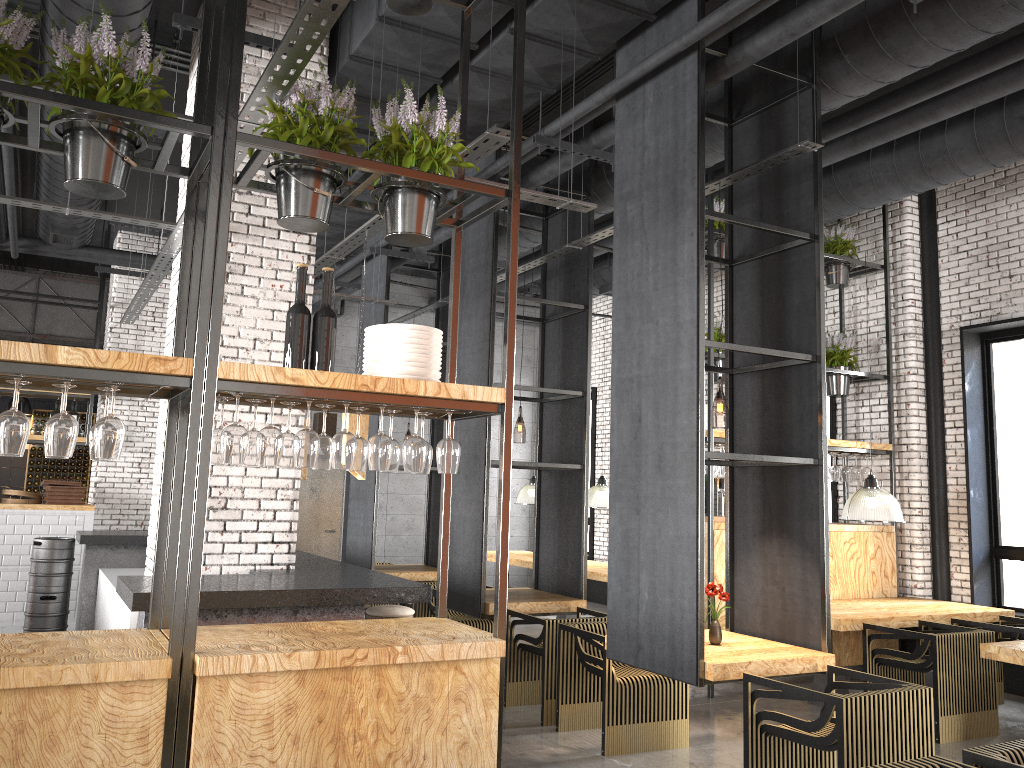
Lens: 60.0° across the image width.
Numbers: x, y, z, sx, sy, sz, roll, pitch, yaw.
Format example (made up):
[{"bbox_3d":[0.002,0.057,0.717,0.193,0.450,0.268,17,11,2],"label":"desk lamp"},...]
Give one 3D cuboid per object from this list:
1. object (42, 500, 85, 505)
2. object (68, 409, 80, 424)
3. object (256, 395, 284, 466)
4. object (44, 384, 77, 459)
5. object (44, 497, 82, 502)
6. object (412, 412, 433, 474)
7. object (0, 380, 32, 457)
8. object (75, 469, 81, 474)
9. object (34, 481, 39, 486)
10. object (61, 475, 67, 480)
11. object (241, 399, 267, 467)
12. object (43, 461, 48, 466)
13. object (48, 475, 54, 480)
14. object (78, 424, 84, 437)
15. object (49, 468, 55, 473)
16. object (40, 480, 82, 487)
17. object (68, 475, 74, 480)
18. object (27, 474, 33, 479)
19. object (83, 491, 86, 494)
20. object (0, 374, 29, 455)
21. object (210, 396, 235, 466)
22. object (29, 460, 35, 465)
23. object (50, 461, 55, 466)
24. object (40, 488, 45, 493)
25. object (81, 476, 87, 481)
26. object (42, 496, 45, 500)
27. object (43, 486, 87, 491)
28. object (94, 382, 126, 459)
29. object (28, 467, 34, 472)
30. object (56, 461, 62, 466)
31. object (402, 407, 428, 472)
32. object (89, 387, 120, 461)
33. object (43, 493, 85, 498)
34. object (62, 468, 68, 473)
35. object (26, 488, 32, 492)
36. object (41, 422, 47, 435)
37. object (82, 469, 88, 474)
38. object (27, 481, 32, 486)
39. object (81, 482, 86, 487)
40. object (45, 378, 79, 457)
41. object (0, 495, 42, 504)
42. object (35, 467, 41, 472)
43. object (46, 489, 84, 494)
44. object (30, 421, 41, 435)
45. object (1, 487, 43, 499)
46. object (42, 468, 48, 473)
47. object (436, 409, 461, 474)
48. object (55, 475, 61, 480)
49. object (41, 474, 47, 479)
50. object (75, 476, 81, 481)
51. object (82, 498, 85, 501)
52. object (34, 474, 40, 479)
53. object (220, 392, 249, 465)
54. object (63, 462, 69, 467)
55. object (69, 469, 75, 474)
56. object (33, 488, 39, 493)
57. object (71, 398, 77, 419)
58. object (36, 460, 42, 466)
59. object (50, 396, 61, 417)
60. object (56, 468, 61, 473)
[{"bbox_3d":[-5.514,1.456,10.895,0.404,0.044,0.635,6,-8,-32],"label":"object"},{"bbox_3d":[-5.685,0.499,11.466,0.156,0.407,0.105,5,-9,-24],"label":"object"},{"bbox_3d":[-0.900,0.171,3.308,0.101,0.268,0.100,1,-8,8],"label":"object"},{"bbox_3d":[-1.646,0.137,3.235,0.101,0.268,0.100,4,-8,-14],"label":"object"},{"bbox_3d":[-5.513,1.412,10.901,0.405,0.044,0.634,5,-8,-25],"label":"object"},{"bbox_3d":[-0.396,0.261,3.898,0.101,0.268,0.100,-2,-9,25],"label":"object"},{"bbox_3d":[-1.776,0.124,3.166,0.101,0.268,0.100,4,-8,-14],"label":"object"},{"bbox_3d":[-6.833,1.376,13.978,0.079,0.079,0.283,6,-8,-28],"label":"object"},{"bbox_3d":[-7.320,1.532,13.649,0.079,0.080,0.280,6,-8,-28],"label":"object"},{"bbox_3d":[-7.002,1.464,13.875,0.079,0.080,0.280,6,-8,-28],"label":"object"},{"bbox_3d":[-1.036,0.198,3.558,0.101,0.268,0.100,1,-8,8],"label":"object"},{"bbox_3d":[-7.245,1.231,13.773,0.079,0.079,0.283,6,-8,-28],"label":"object"},{"bbox_3d":[-7.171,1.448,13.790,0.079,0.080,0.280,6,-8,-28],"label":"object"},{"bbox_3d":[-5.517,0.592,11.291,0.118,0.181,0.118,2,-8,-4],"label":"object"},{"bbox_3d":[-7.158,1.342,13.789,0.079,0.079,0.283,6,-8,-28],"label":"object"},{"bbox_3d":[-5.522,1.225,10.847,0.406,0.094,0.635,6,-8,-30],"label":"object"},{"bbox_3d":[-6.912,1.471,13.905,0.079,0.080,0.280,6,-8,-28],"label":"object"},{"bbox_3d":[-7.417,1.423,13.654,0.079,0.080,0.280,6,-8,-28],"label":"object"},{"bbox_3d":[-6.753,1.696,13.962,0.079,0.080,0.280,6,-8,-28],"label":"object"},{"bbox_3d":[-1.640,0.098,2.916,0.101,0.268,0.100,4,-8,-14],"label":"object"},{"bbox_3d":[-1.149,0.186,3.498,0.101,0.268,0.100,1,-8,8],"label":"object"},{"bbox_3d":[-7.404,1.213,13.672,0.079,0.079,0.283,6,-8,-28],"label":"object"},{"bbox_3d":[-7.144,1.235,13.783,0.079,0.079,0.283,6,-8,-28],"label":"object"},{"bbox_3d":[-7.251,1.646,13.698,0.079,0.080,0.280,6,-8,-28],"label":"object"},{"bbox_3d":[-6.746,1.487,13.993,0.079,0.080,0.280,6,-8,-28],"label":"object"},{"bbox_3d":[-7.250,1.750,13.675,0.079,0.080,0.280,6,-8,-28],"label":"object"},{"bbox_3d":[-5.508,1.280,10.920,0.404,0.044,0.635,7,-9,-34],"label":"object"},{"bbox_3d":[-1.381,0.123,3.054,0.101,0.268,0.100,4,-8,-14],"label":"object"},{"bbox_3d":[-7.396,1.315,13.636,0.079,0.079,0.283,6,-8,-28],"label":"object"},{"bbox_3d":[-7.063,1.244,13.831,0.079,0.079,0.283,6,-8,-28],"label":"object"},{"bbox_3d":[-0.390,0.221,3.579,0.101,0.268,0.100,-2,-9,25],"label":"object"},{"bbox_3d":[-1.517,0.150,3.303,0.101,0.268,0.100,4,-8,-14],"label":"object"},{"bbox_3d":[-5.511,1.368,10.908,0.404,0.044,0.635,6,-8,-31],"label":"object"},{"bbox_3d":[-7.002,1.360,13.894,0.079,0.079,0.283,6,-8,-28],"label":"object"},{"bbox_3d":[-7.417,1.630,13.610,0.079,0.080,0.280,6,-8,-28],"label":"object"},{"bbox_3d":[-5.848,0.562,11.139,0.118,0.181,0.118,1,-8,5],"label":"object"},{"bbox_3d":[-6.734,1.381,13.992,0.079,0.079,0.283,6,-8,-28],"label":"object"},{"bbox_3d":[-7.409,1.525,13.618,0.079,0.080,0.280,6,-8,-28],"label":"object"},{"bbox_3d":[-6.757,1.593,13.991,0.079,0.080,0.280,6,-8,-28],"label":"object"},{"bbox_3d":[-1.510,0.110,2.985,0.101,0.268,0.100,4,-8,-14],"label":"object"},{"bbox_3d":[-5.919,1.391,10.696,0.437,0.097,0.436,2,-7,-3],"label":"object"},{"bbox_3d":[-7.324,1.326,13.701,0.079,0.079,0.283,6,-8,-28],"label":"object"},{"bbox_3d":[-5.510,1.324,10.914,0.405,0.044,0.634,6,-8,-27],"label":"object"},{"bbox_3d":[-5.960,0.552,11.090,0.118,0.181,0.118,-1,-8,21],"label":"object"},{"bbox_3d":[-5.916,1.325,10.709,0.437,0.154,0.438,-1,-8,19],"label":"object"},{"bbox_3d":[-7.237,1.333,13.737,0.079,0.079,0.283,6,-8,-28],"label":"object"},{"bbox_3d":[-0.260,0.234,3.648,0.101,0.268,0.100,-2,-9,25],"label":"object"},{"bbox_3d":[-7.078,1.454,13.817,0.079,0.080,0.280,6,-8,-28],"label":"object"},{"bbox_3d":[-7.244,1.438,13.729,0.079,0.080,0.280,6,-8,-28],"label":"object"},{"bbox_3d":[-6.818,1.477,13.929,0.079,0.080,0.280,6,-8,-28],"label":"object"},{"bbox_3d":[-6.752,1.799,13.939,0.079,0.080,0.280,6,-8,-28],"label":"object"},{"bbox_3d":[-7.318,1.428,13.668,0.079,0.080,0.280,6,-8,-28],"label":"object"},{"bbox_3d":[-1.013,0.160,3.249,0.101,0.268,0.100,1,-8,8],"label":"object"},{"bbox_3d":[-6.996,1.255,13.905,0.079,0.079,0.283,6,-8,-28],"label":"object"},{"bbox_3d":[-6.909,1.367,13.921,0.079,0.079,0.283,6,-8,-28],"label":"object"},{"bbox_3d":[-7.343,1.640,13.672,0.079,0.080,0.280,6,-8,-28],"label":"object"},{"bbox_3d":[-5.681,0.423,11.472,0.140,0.552,0.096,5,-9,-24],"label":"object"},{"bbox_3d":[-7.330,1.223,13.733,0.079,0.079,0.283,6,-8,-28],"label":"object"},{"bbox_3d":[-5.841,0.408,11.376,0.156,0.555,0.105,5,-9,-24],"label":"object"},{"bbox_3d":[-7.075,1.350,13.833,0.079,0.079,0.283,6,-8,-28],"label":"object"}]
